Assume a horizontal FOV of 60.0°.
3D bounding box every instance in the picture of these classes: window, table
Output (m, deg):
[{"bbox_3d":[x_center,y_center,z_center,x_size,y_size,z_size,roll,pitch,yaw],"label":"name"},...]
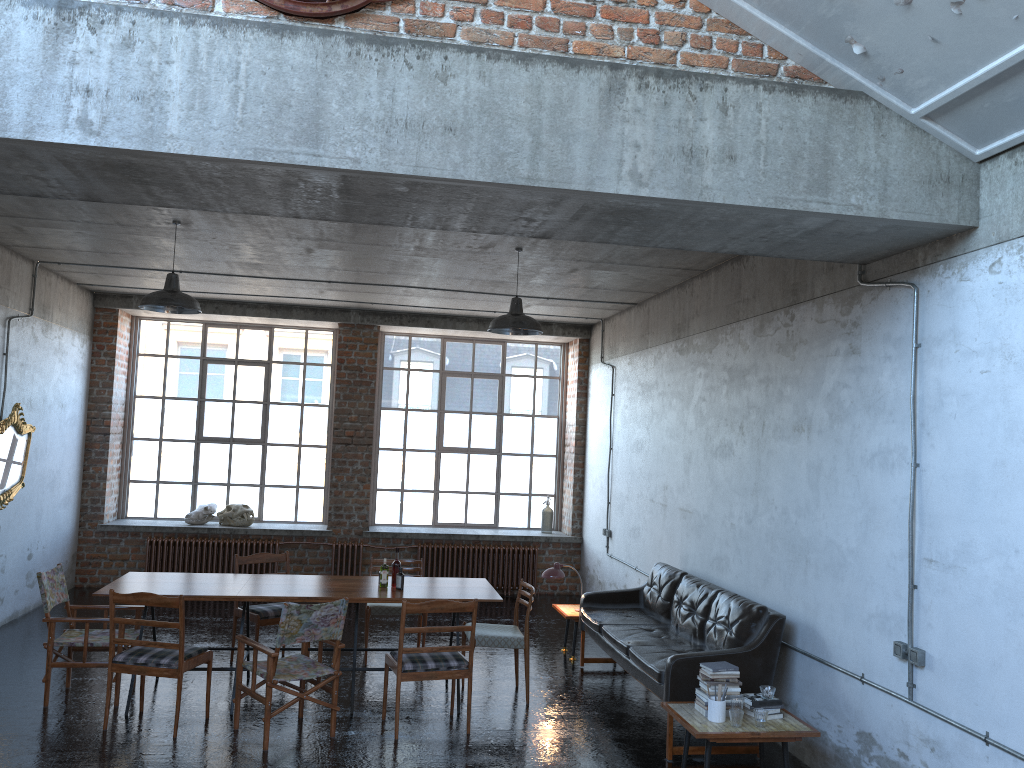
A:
[{"bbox_3d":[1.736,2.516,13.964,19.864,12.900,0.747,3,-4,-9],"label":"window"},{"bbox_3d":[-1.711,2.136,7.374,3.112,0.917,1.067,3,-4,-9],"label":"table"},{"bbox_3d":[0.871,2.572,9.168,0.811,0.458,0.649,3,-4,-9],"label":"table"},{"bbox_3d":[1.447,2.381,5.727,0.811,0.458,0.649,3,-4,-9],"label":"table"}]

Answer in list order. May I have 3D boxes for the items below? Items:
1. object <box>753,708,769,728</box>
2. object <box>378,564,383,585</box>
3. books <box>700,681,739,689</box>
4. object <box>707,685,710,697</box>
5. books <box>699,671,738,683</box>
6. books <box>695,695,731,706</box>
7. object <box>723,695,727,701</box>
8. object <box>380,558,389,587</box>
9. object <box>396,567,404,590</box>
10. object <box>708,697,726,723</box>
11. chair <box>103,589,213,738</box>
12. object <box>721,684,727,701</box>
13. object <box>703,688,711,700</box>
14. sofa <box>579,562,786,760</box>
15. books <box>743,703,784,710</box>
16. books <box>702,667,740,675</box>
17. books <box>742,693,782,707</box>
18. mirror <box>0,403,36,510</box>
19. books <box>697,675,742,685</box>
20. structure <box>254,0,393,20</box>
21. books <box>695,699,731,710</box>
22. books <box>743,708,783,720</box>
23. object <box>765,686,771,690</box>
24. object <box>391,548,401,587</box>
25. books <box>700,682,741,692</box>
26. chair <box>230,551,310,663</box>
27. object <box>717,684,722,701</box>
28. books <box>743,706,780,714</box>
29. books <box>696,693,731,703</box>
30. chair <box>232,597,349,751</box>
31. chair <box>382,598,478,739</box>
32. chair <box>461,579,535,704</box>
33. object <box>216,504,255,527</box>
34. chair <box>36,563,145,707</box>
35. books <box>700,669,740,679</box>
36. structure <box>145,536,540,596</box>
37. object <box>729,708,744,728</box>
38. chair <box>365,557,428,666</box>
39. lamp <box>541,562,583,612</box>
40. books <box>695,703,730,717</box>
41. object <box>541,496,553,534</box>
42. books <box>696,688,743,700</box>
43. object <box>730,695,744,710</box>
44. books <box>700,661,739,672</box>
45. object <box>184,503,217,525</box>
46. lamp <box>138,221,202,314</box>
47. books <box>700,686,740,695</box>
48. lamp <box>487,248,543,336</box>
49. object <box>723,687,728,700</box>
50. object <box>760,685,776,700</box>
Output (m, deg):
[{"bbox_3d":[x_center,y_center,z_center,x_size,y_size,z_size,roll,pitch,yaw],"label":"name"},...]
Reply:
[{"bbox_3d":[1.562,2.100,5.569,0.092,0.099,0.092,5,-4,-32],"label":"object"},{"bbox_3d":[-1.100,1.631,7.580,0.077,0.173,0.077,4,-4,-24],"label":"object"},{"bbox_3d":[1.371,1.975,5.848,0.205,0.022,0.155,3,-4,-14],"label":"books"},{"bbox_3d":[1.269,2.031,5.674,0.046,0.202,0.023,1,-4,27],"label":"object"},{"bbox_3d":[1.360,1.933,5.849,0.231,0.023,0.162,2,-4,6],"label":"books"},{"bbox_3d":[1.355,2.081,5.827,0.249,0.023,0.175,3,-4,-9],"label":"books"},{"bbox_3d":[1.332,2.055,5.643,0.068,0.159,0.009,2,-4,4],"label":"object"},{"bbox_3d":[-1.074,1.590,7.470,0.070,0.235,0.041,3,-4,-10],"label":"object"},{"bbox_3d":[-0.933,1.622,7.403,0.051,0.180,0.097,5,-5,-38],"label":"object"},{"bbox_3d":[1.305,2.076,5.649,0.110,0.137,0.110,3,-4,-9],"label":"object"},{"bbox_3d":[-2.569,2.001,6.486,0.573,1.028,0.509,2,-4,10],"label":"chair"},{"bbox_3d":[1.347,2.016,5.677,0.052,0.185,0.009,3,-4,-8],"label":"object"},{"bbox_3d":[1.284,2.040,5.661,0.137,0.190,0.009,3,-4,-6],"label":"object"},{"bbox_3d":[1.296,2.181,7.509,0.929,1.045,2.610,3,-4,-10],"label":"sofa"},{"bbox_3d":[1.633,2.101,5.835,0.243,0.024,0.175,3,-4,-13],"label":"books"},{"bbox_3d":[1.375,1.890,5.854,0.205,0.020,0.155,3,-4,-9],"label":"books"},{"bbox_3d":[1.626,2.073,5.829,0.225,0.029,0.179,4,-4,-17],"label":"books"},{"bbox_3d":[-5.103,0.777,8.967,0.172,1.182,1.339,3,-4,-9],"label":"mirror"},{"bbox_3d":[1.367,1.955,5.849,0.244,0.019,0.174,3,-4,-9],"label":"books"},{"bbox_3d":[-0.993,-2.317,4.385,1.058,1.096,0.808,3,-4,-9],"label":"structure"},{"bbox_3d":[1.354,2.104,5.826,0.249,0.023,0.175,3,-4,-14],"label":"books"},{"bbox_3d":[1.628,2.152,5.824,0.179,0.034,0.243,4,-4,-26],"label":"books"},{"bbox_3d":[1.677,2.020,5.819,0.081,0.060,0.065,4,-4,-27],"label":"object"},{"bbox_3d":[-0.980,1.555,7.528,0.075,0.324,0.075,1,-4,16],"label":"object"},{"bbox_3d":[1.371,1.997,5.853,0.224,0.021,0.158,3,-4,-9],"label":"books"},{"bbox_3d":[-2.253,2.131,8.329,0.509,1.028,0.573,-1,-5,45],"label":"chair"},{"bbox_3d":[1.329,2.035,5.691,0.023,0.204,0.037,0,-4,30],"label":"object"},{"bbox_3d":[1.620,2.124,5.830,0.166,0.024,0.227,5,-4,-30],"label":"books"},{"bbox_3d":[1.363,2.063,5.845,0.255,0.014,0.192,3,-4,-6],"label":"books"},{"bbox_3d":[-1.593,2.024,6.394,0.574,1.031,0.713,5,-5,-39],"label":"chair"},{"bbox_3d":[-0.627,2.099,6.687,0.573,1.028,0.509,4,-4,-20],"label":"chair"},{"bbox_3d":[-0.115,2.196,7.610,0.577,0.971,0.589,3,-4,-10],"label":"chair"},{"bbox_3d":[-3.839,1.806,12.257,0.418,0.305,0.625,5,-4,-35],"label":"object"},{"bbox_3d":[-3.362,1.989,7.067,0.713,1.031,0.574,3,-4,-9],"label":"chair"},{"bbox_3d":[1.373,1.912,5.863,0.209,0.023,0.167,4,-4,-15],"label":"books"},{"bbox_3d":[-2.234,2.504,12.116,5.349,0.713,0.232,3,-4,-9],"label":"structure"},{"bbox_3d":[1.401,2.091,5.542,0.092,0.099,0.092,5,-4,-32],"label":"object"},{"bbox_3d":[-1.142,2.218,8.675,0.589,0.971,0.577,3,-4,-10],"label":"chair"},{"bbox_3d":[0.539,2.084,9.123,0.496,0.492,0.220,4,-4,-17],"label":"lamp"},{"bbox_3d":[1.350,2.136,5.824,0.248,0.043,0.192,3,-4,-9],"label":"books"},{"bbox_3d":[0.523,1.925,13.086,0.172,0.551,0.172,0,-4,35],"label":"object"},{"bbox_3d":[1.363,2.042,5.847,0.245,0.028,0.193,3,-4,-14],"label":"books"},{"bbox_3d":[1.433,2.072,5.655,0.087,0.155,0.087,5,-4,-37],"label":"object"},{"bbox_3d":[1.369,1.869,5.864,0.201,0.024,0.159,4,-4,-19],"label":"books"},{"bbox_3d":[-4.292,1.797,12.246,0.281,0.281,0.575,1,-4,17],"label":"object"},{"bbox_3d":[-2.856,-1.066,7.495,0.502,0.891,0.502,3,-4,-5],"label":"lamp"},{"bbox_3d":[1.372,2.017,5.846,0.221,0.023,0.147,3,-4,-10],"label":"books"},{"bbox_3d":[0.048,-0.908,7.973,0.502,0.891,0.502,3,-4,-5],"label":"lamp"},{"bbox_3d":[1.349,2.023,5.664,0.062,0.169,0.009,3,-4,-10],"label":"object"},{"bbox_3d":[1.677,2.026,5.817,0.103,0.068,0.103,5,-4,-36],"label":"object"}]
